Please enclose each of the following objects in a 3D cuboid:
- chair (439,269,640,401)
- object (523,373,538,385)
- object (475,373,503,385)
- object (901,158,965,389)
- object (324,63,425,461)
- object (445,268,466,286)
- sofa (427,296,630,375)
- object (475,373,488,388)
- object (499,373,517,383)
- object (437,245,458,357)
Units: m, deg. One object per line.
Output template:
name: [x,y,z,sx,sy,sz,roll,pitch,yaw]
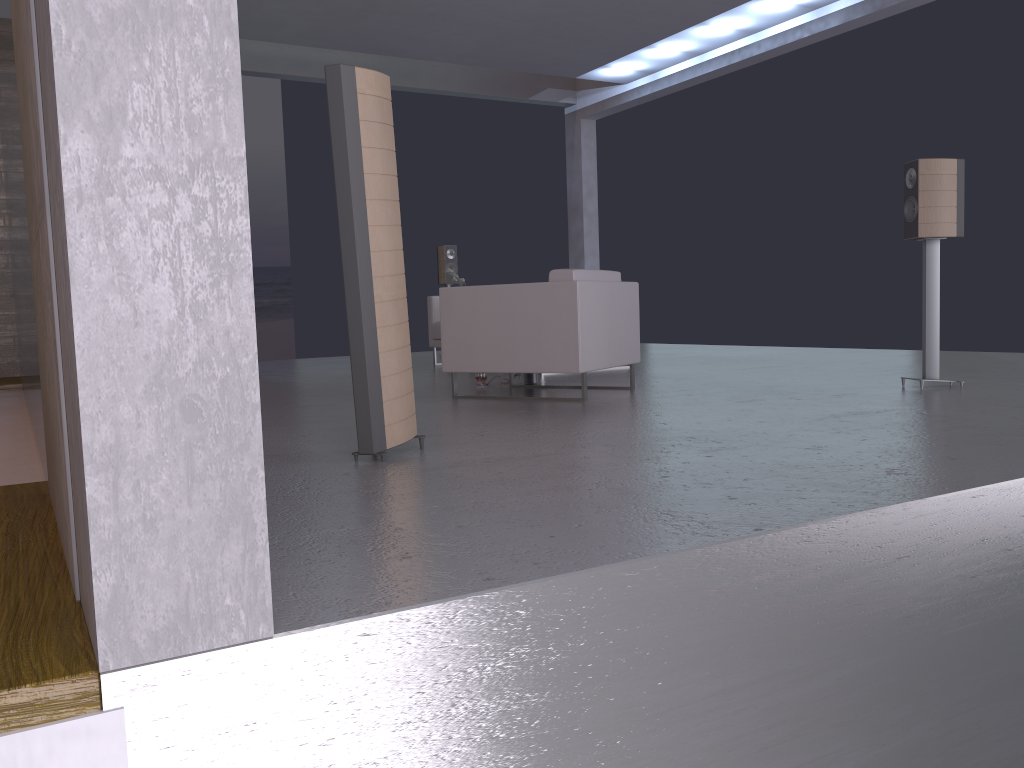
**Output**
chair: [0.193,-0.338,5.881,1.026,0.808,0.936,1,6,30]
object: [0.134,-0.216,6.643,0.109,0.435,0.109,-2,5,-3]
object: [-0.178,-0.037,6.732,0.235,0.087,0.079,1,5,27]
object: [2.561,-0.660,5.356,0.333,1.363,0.243,-2,5,1]
object: [-0.551,-0.444,3.410,0.244,1.473,0.444,-1,5,16]
object: [-0.525,-0.791,10.074,0.387,1.051,0.400,-1,5,8]
sofa: [0.103,-0.585,8.754,1.026,0.824,2.353,-5,5,-29]
object: [-0.226,-0.088,6.489,0.091,0.233,0.091,-2,5,-2]
object: [-0.004,-0.051,6.821,0.235,0.087,0.079,2,6,38]
object: [-0.788,-1.010,10.932,0.243,1.363,0.333,-4,5,-24]
